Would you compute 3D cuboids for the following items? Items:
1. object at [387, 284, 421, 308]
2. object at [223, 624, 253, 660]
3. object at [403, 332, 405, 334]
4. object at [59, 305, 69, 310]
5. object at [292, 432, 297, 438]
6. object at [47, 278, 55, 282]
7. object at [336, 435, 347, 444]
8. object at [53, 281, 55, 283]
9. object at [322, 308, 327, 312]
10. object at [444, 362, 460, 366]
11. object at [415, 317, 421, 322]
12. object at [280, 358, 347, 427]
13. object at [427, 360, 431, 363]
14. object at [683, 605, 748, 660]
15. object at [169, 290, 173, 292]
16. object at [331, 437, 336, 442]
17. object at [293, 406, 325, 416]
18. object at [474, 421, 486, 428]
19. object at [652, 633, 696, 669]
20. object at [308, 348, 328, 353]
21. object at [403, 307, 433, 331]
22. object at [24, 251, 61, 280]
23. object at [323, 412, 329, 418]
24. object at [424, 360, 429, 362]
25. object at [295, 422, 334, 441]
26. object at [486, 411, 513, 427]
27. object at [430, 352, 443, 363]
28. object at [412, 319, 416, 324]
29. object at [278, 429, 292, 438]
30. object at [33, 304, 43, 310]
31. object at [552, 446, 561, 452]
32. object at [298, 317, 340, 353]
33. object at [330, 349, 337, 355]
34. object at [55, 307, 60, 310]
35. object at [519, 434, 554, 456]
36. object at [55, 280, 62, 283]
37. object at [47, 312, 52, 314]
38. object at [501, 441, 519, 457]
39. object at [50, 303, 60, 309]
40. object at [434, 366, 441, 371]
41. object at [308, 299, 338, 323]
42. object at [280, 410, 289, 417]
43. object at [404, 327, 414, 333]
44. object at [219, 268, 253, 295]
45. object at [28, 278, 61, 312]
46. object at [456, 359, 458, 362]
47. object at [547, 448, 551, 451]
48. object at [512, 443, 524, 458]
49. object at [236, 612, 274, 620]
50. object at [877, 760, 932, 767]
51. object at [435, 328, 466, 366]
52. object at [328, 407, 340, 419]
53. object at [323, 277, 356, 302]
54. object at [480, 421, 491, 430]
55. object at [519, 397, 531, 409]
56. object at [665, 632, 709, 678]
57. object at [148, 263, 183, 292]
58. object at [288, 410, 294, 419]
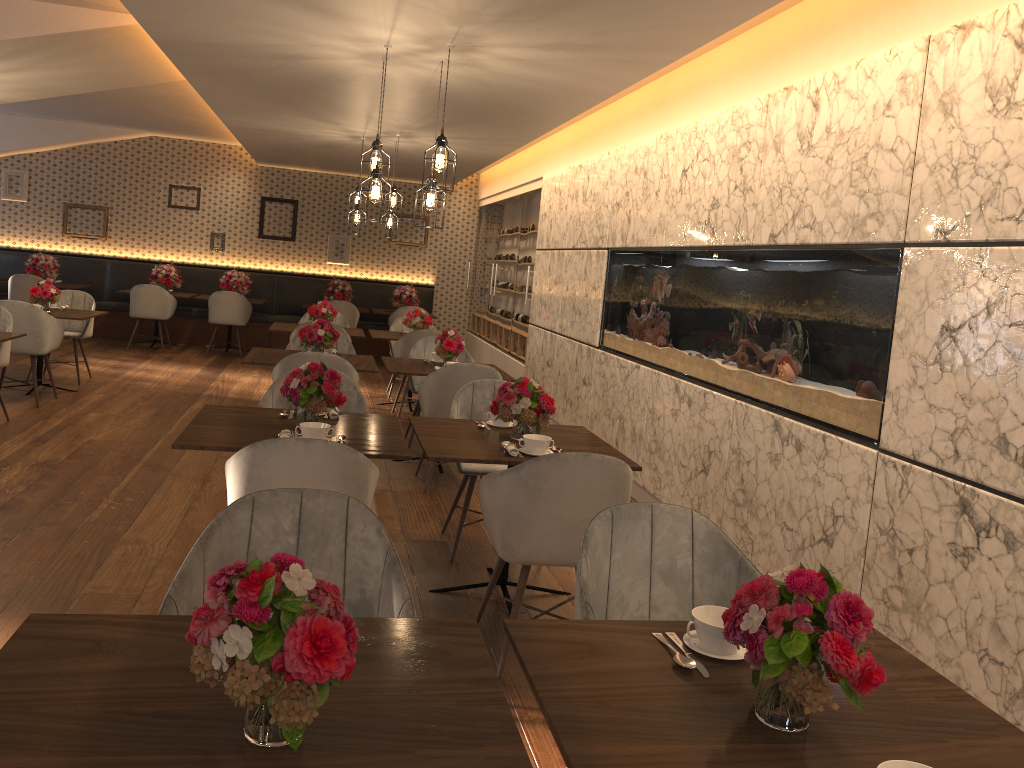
[{"bbox_3d":[-1.524,-1.227,12.674,0.407,0.423,0.420,9,7,31],"label":"object"},{"bbox_3d":[-0.408,0.377,1.330,0.048,0.052,0.077,5,6,-7],"label":"object"},{"bbox_3d":[-1.125,-0.531,9.224,0.022,0.004,0.212,4,8,-12],"label":"object"},{"bbox_3d":[-4.200,-0.717,8.296,0.056,0.039,0.176,4,7,-12],"label":"object"},{"bbox_3d":[-0.874,0.217,3.549,0.025,0.024,0.194,4,7,-12],"label":"object"},{"bbox_3d":[-6.304,-1.420,12.062,0.149,0.072,0.148,10,8,35],"label":"object"},{"bbox_3d":[-0.689,0.233,3.599,0.043,0.015,0.198,3,8,-16],"label":"object"},{"bbox_3d":[-6.226,-1.390,12.071,0.025,0.024,0.194,4,7,-12],"label":"object"},{"bbox_3d":[-1.862,-0.725,8.722,0.077,0.052,0.045,11,8,40],"label":"object"},{"bbox_3d":[-0.405,-0.113,6.255,0.148,0.072,0.149,1,8,-34],"label":"object"},{"bbox_3d":[-0.954,-0.652,8.881,0.048,0.052,0.077,2,7,-32],"label":"object"},{"bbox_3d":[-0.879,0.036,3.863,0.306,0.300,0.235,8,6,21],"label":"object"},{"bbox_3d":[-0.635,-0.171,6.803,0.022,0.004,0.212,4,8,-12],"label":"object"},{"bbox_3d":[0.443,0.532,1.890,0.149,0.072,0.148,9,8,30],"label":"object"},{"bbox_3d":[-4.779,-1.301,12.384,0.056,0.039,0.176,4,7,-12],"label":"object"},{"bbox_3d":[-0.725,0.236,3.599,0.022,0.004,0.212,4,8,-12],"label":"object"},{"bbox_3d":[-0.948,0.109,4.141,0.149,0.072,0.148,9,8,30],"label":"object"},{"bbox_3d":[-0.161,0.193,4.290,0.043,0.015,0.198,3,8,-16],"label":"object"},{"bbox_3d":[0.341,0.556,1.852,0.043,0.015,0.198,4,7,-8],"label":"object"},{"bbox_3d":[-1.457,-0.264,6.654,0.148,0.072,0.149,1,8,-34],"label":"object"},{"bbox_3d":[-0.946,-0.631,8.963,0.305,0.300,0.235,6,5,10],"label":"object"},{"bbox_3d":[-6.193,-1.537,11.681,0.419,0.423,0.408,3,6,-24],"label":"object"},{"bbox_3d":[-0.871,0.140,4.150,0.025,0.024,0.194,4,7,-12],"label":"object"},{"bbox_3d":[-0.663,-0.179,6.804,0.043,0.015,0.198,4,7,-8],"label":"object"},{"bbox_3d":[-0.793,0.200,3.555,0.149,0.072,0.148,9,8,30],"label":"object"},{"bbox_3d":[-0.052,0.169,4.330,0.149,0.072,0.148,9,8,30],"label":"object"},{"bbox_3d":[-0.561,-0.204,6.842,0.148,0.072,0.149,1,8,-34],"label":"object"},{"bbox_3d":[-0.982,-0.625,8.891,0.049,0.052,0.078,5,6,-2],"label":"object"},{"bbox_3d":[-0.905,0.209,3.532,0.056,0.039,0.176,4,7,-12],"label":"object"},{"bbox_3d":[-4.154,-0.651,7.684,0.148,0.072,0.149,-1,9,-44],"label":"object"},{"bbox_3d":[0.208,0.293,3.787,0.043,0.015,0.198,3,8,-16],"label":"object"},{"bbox_3d":[-1.388,-0.338,6.379,0.305,0.300,0.235,1,7,-34],"label":"object"},{"bbox_3d":[-1.348,-0.240,6.679,0.056,0.039,0.176,4,7,-12],"label":"object"},{"bbox_3d":[-4.232,-0.711,8.280,0.025,0.024,0.194,4,7,-12],"label":"object"},{"bbox_3d":[0.104,0.260,3.743,0.149,0.072,0.148,9,8,30],"label":"object"},{"bbox_3d":[-6.194,-1.396,12.087,0.056,0.039,0.176,4,7,-12],"label":"object"},{"bbox_3d":[-4.057,-0.618,7.727,0.043,0.015,0.198,4,7,-8],"label":"object"},{"bbox_3d":[-0.009,0.269,3.720,0.056,0.039,0.176,4,7,-12],"label":"object"},{"bbox_3d":[-4.309,-0.741,8.271,0.148,0.072,0.149,-1,9,-44],"label":"object"},{"bbox_3d":[-0.518,-0.104,6.233,0.056,0.039,0.176,4,7,-12],"label":"object"},{"bbox_3d":[-1.879,-0.697,8.799,0.305,0.300,0.235,1,7,-34],"label":"object"},{"bbox_3d":[-1.057,0.133,4.101,0.043,0.015,0.198,3,8,-16],"label":"object"},{"bbox_3d":[-1.051,-0.563,9.263,0.148,0.072,0.149,1,8,-34],"label":"object"},{"bbox_3d":[-3.797,-1.376,12.173,0.419,0.423,0.408,4,6,-10],"label":"object"},{"bbox_3d":[-4.181,-0.801,7.937,0.234,0.300,0.306,6,6,7],"label":"object"},{"bbox_3d":[-0.451,-0.180,6.867,0.056,0.039,0.176,4,7,-12],"label":"object"},{"bbox_3d":[0.171,0.296,3.787,0.022,0.004,0.212,4,8,-12],"label":"object"},{"bbox_3d":[0.022,0.277,3.737,0.025,0.024,0.194,4,7,-12],"label":"object"},{"bbox_3d":[-0.454,0.472,1.702,0.149,0.072,0.148,9,8,30],"label":"object"},{"bbox_3d":[0.598,0.622,1.303,0.148,0.072,0.149,7,7,10],"label":"object"},{"bbox_3d":[-0.453,-0.271,6.545,0.234,0.300,0.307,4,6,-10],"label":"object"},{"bbox_3d":[-0.839,0.134,4.166,0.056,0.039,0.176,4,7,-12],"label":"object"},{"bbox_3d":[-2.439,-1.287,12.471,0.407,0.423,0.420,9,7,30],"label":"object"},{"bbox_3d":[-0.126,0.202,4.290,0.022,0.004,0.212,4,8,-12],"label":"object"},{"bbox_3d":[0.046,0.080,3.948,0.048,0.052,0.077,2,7,-32],"label":"object"},{"bbox_3d":[0.369,0.565,1.851,0.022,0.004,0.212,4,8,-12],"label":"object"},{"bbox_3d":[-4.726,-1.450,12.080,0.407,0.423,0.420,9,7,31],"label":"object"},{"bbox_3d":[-1.022,0.142,4.102,0.022,0.004,0.212,4,8,-12],"label":"object"}]
